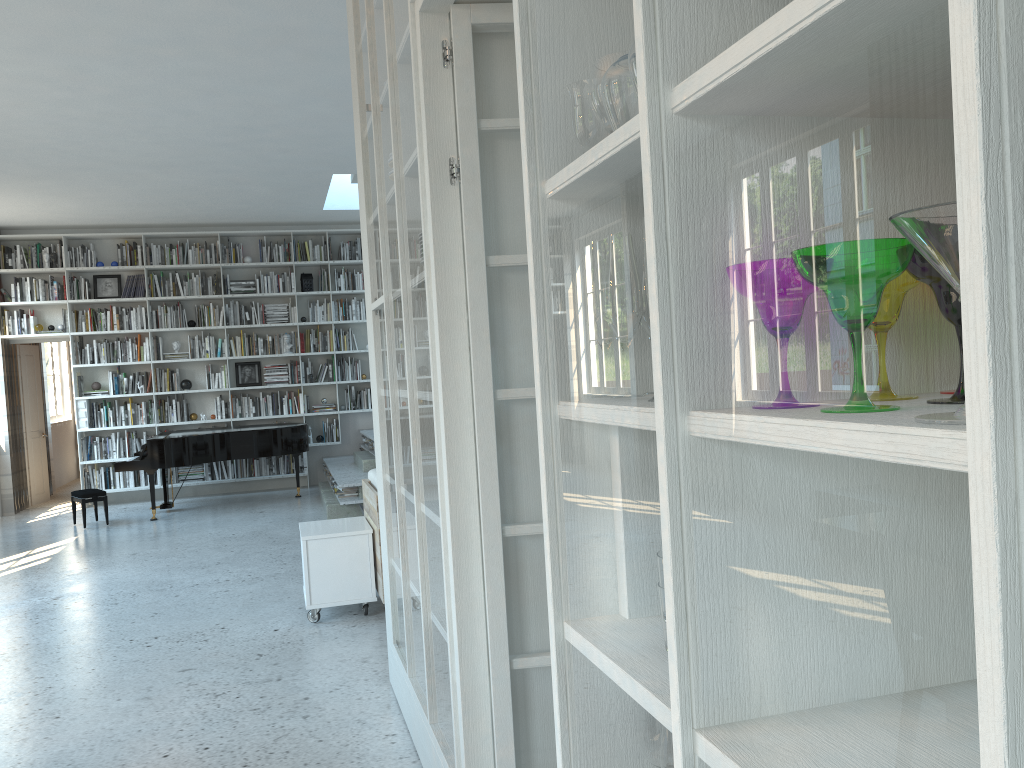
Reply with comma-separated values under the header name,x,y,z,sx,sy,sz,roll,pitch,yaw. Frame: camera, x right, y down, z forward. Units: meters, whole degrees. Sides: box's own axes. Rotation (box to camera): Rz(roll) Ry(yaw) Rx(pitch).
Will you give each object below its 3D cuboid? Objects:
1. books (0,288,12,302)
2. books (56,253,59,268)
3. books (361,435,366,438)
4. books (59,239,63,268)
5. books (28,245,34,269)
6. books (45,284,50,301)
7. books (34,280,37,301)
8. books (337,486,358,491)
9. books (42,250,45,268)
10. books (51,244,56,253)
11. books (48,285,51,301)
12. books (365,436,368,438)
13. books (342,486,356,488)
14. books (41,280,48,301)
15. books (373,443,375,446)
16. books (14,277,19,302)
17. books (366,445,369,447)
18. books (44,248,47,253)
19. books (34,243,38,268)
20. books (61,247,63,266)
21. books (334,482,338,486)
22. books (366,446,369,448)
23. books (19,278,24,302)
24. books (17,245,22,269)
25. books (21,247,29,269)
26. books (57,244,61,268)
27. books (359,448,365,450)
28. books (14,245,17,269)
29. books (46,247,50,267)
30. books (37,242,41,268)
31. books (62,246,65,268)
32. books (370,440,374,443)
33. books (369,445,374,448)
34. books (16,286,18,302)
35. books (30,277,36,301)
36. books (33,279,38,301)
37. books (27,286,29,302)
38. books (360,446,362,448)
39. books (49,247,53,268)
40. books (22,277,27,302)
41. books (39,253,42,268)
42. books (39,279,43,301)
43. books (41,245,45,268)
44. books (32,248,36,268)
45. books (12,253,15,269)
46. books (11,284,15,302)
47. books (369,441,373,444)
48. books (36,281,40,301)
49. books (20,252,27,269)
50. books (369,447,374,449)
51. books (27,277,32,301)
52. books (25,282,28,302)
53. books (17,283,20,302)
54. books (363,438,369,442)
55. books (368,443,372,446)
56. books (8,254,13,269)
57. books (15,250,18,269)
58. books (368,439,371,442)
name,x,y,z,sx,sy,sz,roll,pitch,yaw
books,-5.729,-0.996,10.077,0.121,0.176,0.129,-4,2,-15
books,-5.213,-1.402,10.197,0.028,0.185,0.167,-4,2,-15
books,-1.781,0.650,11.091,0.171,0.015,0.253,-4,1,-20
books,-5.174,-1.481,10.200,0.014,0.338,0.167,-4,2,-15
books,-5.478,-1.433,10.117,0.039,0.283,0.181,-4,2,-15
books,-5.322,-1.041,10.181,0.028,0.212,0.138,-4,2,-15
books,-5.422,-1.052,10.137,0.012,0.249,0.192,-4,2,-15
books,-1.587,0.998,8.555,0.156,0.027,0.287,-4,1,-20
books,-5.344,-1.414,10.163,0.021,0.226,0.156,-4,2,-15
books,-5.260,-1.452,10.191,0.013,0.292,0.154,-4,2,-15
books,-5.296,-1.035,10.197,0.029,0.198,0.144,-4,2,-15
books,-1.695,0.633,10.812,0.163,0.018,0.289,-4,1,-16
books,-1.589,0.977,8.555,0.165,0.015,0.243,-4,1,-11
books,-5.346,-1.058,10.155,0.030,0.251,0.165,-4,2,-15
books,-1.435,0.668,9.818,0.174,0.029,0.250,-4,1,-17
books,-5.633,-1.063,10.093,0.011,0.297,0.162,-4,2,-15
books,-1.625,0.729,10.517,0.190,0.012,0.235,-4,1,-17
books,-5.319,-1.424,10.157,0.025,0.244,0.167,-4,2,-15
books,-5.425,-1.448,10.135,0.014,0.304,0.145,-4,2,-15
books,-5.155,-1.443,10.212,0.025,0.259,0.138,-4,2,-15
books,-1.604,0.953,8.550,0.192,0.014,0.256,-4,1,-19
books,-1.620,0.741,10.519,0.183,0.012,0.296,-4,1,-16
books,-5.567,-1.059,10.091,0.023,0.282,0.186,-4,2,-15
books,-5.585,-1.427,10.088,0.028,0.283,0.189,-4,2,-15
books,-5.520,-1.420,10.090,0.057,0.263,0.190,-4,2,-15
books,-5.192,-1.454,10.201,0.022,0.286,0.175,-4,2,-15
books,-1.815,0.810,11.120,0.184,0.006,0.262,-4,1,-14
books,-5.627,-1.423,10.079,0.010,0.281,0.160,-4,2,-15
books,-5.299,-1.430,10.172,0.021,0.253,0.179,-4,2,-15
books,-5.407,-1.454,10.151,0.029,0.315,0.129,-4,2,-15
books,-5.121,-1.440,10.183,0.024,0.252,0.235,-4,2,-15
books,-1.450,0.630,9.813,0.192,0.014,0.256,-4,1,-19
books,-1.546,0.720,10.241,0.177,0.014,0.247,-4,1,-17
books,-5.616,-1.012,10.111,0.024,0.192,0.138,-4,2,-15
books,-5.462,-1.071,10.135,0.037,0.292,0.155,-4,2,-15
books,-5.435,-1.061,10.134,0.013,0.269,0.162,-4,2,-15
books,-5.502,-1.027,10.121,0.010,0.209,0.165,-4,2,-15
books,-1.813,0.778,11.120,0.174,0.009,0.240,-4,1,-13
books,-5.275,-1.435,10.175,0.027,0.259,0.147,-4,2,-15
books,-5.548,-1.064,10.120,0.028,0.288,0.132,-4,2,-15
books,-5.376,-1.392,10.149,0.024,0.187,0.159,-4,2,-15
books,-5.373,-1.061,10.148,0.025,0.261,0.167,-4,2,-15
books,-5.362,-1.437,10.159,0.013,0.275,0.158,-4,2,-15
books,-5.449,-1.423,10.144,0.030,0.257,0.130,-4,2,-15
books,-5.648,-1.379,10.091,0.031,0.196,0.145,-4,2,-15
books,-5.653,-1.022,10.086,0.034,0.218,0.166,-4,2,-15
books,-1.548,0.670,10.240,0.179,0.017,0.293,-4,1,-14
books,-5.407,-1.051,10.142,0.021,0.244,0.173,-4,2,-15
books,-5.552,-1.390,10.088,0.030,0.206,0.175,-4,2,-15
books,-1.552,0.733,10.240,0.182,0.011,0.253,-4,1,-11
books,-5.485,-1.066,10.109,0.021,0.286,0.179,-4,2,-15
books,-5.522,-1.041,10.126,0.024,0.239,0.155,-4,2,-15
books,-5.588,-1.031,10.091,0.022,0.228,0.171,-4,2,-15
books,-1.709,0.677,10.809,0.189,0.030,0.237,-4,1,-18
books,-1.618,0.711,10.519,0.164,0.023,0.242,-4,1,-11
books,-5.670,-1.373,10.059,0.028,0.186,0.182,-4,2,-15
books,-5.611,-1.397,10.092,0.024,0.227,0.157,-4,2,-15
books,-1.553,0.645,10.238,0.187,0.009,0.261,-4,1,-16
